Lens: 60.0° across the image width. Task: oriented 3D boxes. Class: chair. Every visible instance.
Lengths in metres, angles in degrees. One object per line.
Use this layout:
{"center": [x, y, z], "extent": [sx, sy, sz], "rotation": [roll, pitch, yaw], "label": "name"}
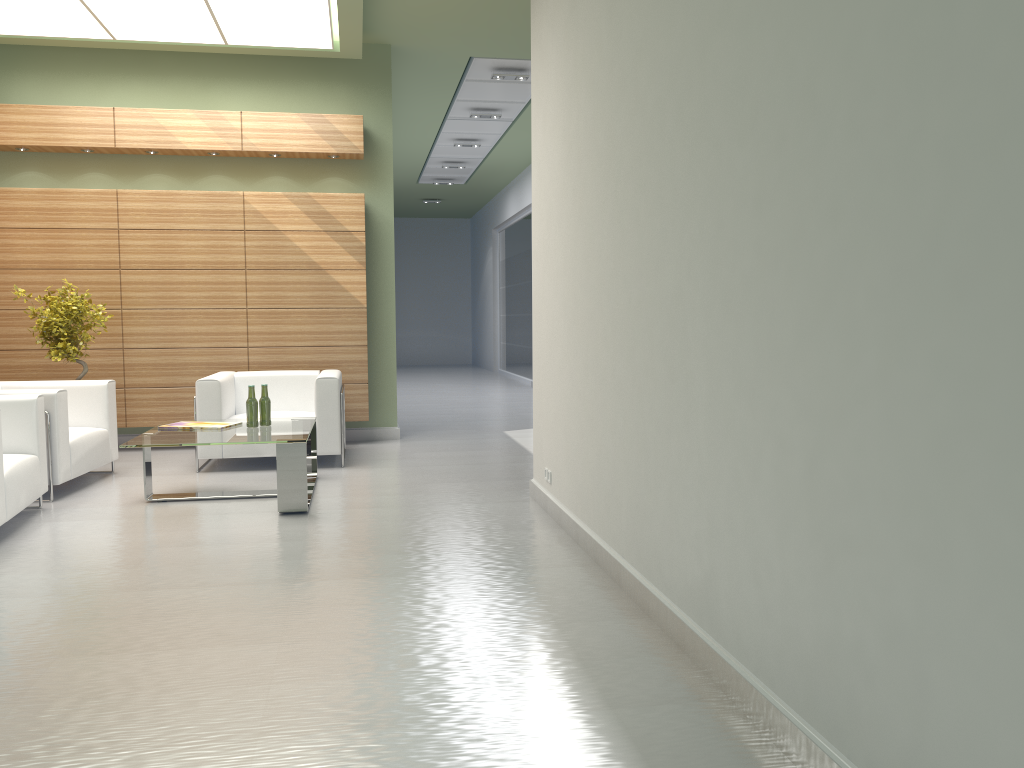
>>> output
{"center": [-3.316, 0.469, 12.425], "extent": [1.894, 1.234, 1.802], "rotation": [-1, 4, -10], "label": "chair"}
{"center": [-5.500, 0.790, 8.235], "extent": [1.802, 1.234, 1.894], "rotation": [-2, 4, -15], "label": "chair"}
{"center": [-5.882, 0.626, 10.522], "extent": [1.769, 1.234, 1.894], "rotation": [-1, 4, -5], "label": "chair"}

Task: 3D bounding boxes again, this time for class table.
{"center": [-3.129, 0.874, 9.874], "extent": [1.783, 0.742, 2.197], "rotation": [-1, 4, -10], "label": "table"}

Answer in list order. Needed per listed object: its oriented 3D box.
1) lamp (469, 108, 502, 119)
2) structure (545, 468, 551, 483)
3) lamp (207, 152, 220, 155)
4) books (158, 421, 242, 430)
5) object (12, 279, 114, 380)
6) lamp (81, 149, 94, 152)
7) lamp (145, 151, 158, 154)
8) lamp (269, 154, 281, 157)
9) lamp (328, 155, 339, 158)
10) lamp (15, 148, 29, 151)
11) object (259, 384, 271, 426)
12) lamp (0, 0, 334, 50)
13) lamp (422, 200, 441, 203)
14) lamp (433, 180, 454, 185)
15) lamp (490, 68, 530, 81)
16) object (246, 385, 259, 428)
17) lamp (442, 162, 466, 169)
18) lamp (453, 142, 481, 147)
{"center": [-0.560, -5.729, 18.786], "extent": [0.657, 0.159, 0.286], "rotation": [-1, 4, -10], "label": "lamp"}
{"center": [0.366, 0.929, 9.026], "extent": [0.017, 0.118, 0.262], "rotation": [-1, 4, -10], "label": "structure"}
{"center": [-4.540, -3.531, 13.494], "extent": [0.181, 0.074, 0.181], "rotation": [-2, 4, -15], "label": "lamp"}
{"center": [-3.554, 0.472, 10.129], "extent": [0.762, 0.025, 0.508], "rotation": [0, 4, 10], "label": "books"}
{"center": [-6.125, -0.162, 12.086], "extent": [1.201, 2.565, 1.116], "rotation": [-4, 6, -42], "label": "object"}
{"center": [-6.314, -3.495, 13.187], "extent": [0.181, 0.074, 0.181], "rotation": [-2, 4, -15], "label": "lamp"}
{"center": [-5.417, -3.513, 13.342], "extent": [0.181, 0.074, 0.181], "rotation": [3, 6, 41], "label": "lamp"}
{"center": [-3.650, -3.548, 13.648], "extent": [0.181, 0.074, 0.181], "rotation": [3, 6, 41], "label": "lamp"}
{"center": [-2.778, -3.566, 13.799], "extent": [0.181, 0.074, 0.181], "rotation": [-2, 4, -15], "label": "lamp"}
{"center": [-7.199, -3.478, 13.034], "extent": [0.181, 0.074, 0.181], "rotation": [-2, 4, -15], "label": "lamp"}
{"center": [-2.824, 0.241, 10.137], "extent": [0.131, 0.475, 0.131], "rotation": [4, 6, 45], "label": "object"}
{"center": [-4.454, -4.884, 10.229], "extent": [4.571, 0.325, 5.060], "rotation": [-1, 4, -10], "label": "lamp"}
{"center": [-2.929, -6.703, 32.380], "extent": [0.657, 0.159, 0.286], "rotation": [-1, 4, -10], "label": "lamp"}
{"center": [-2.165, -6.389, 27.994], "extent": [0.657, 0.159, 0.286], "rotation": [-1, 4, -10], "label": "lamp"}
{"center": [-0.038, -5.514, 15.787], "extent": [0.657, 0.159, 0.286], "rotation": [-1, 4, -10], "label": "lamp"}
{"center": [-2.930, 0.252, 9.996], "extent": [0.131, 0.475, 0.131], "rotation": [4, 6, 45], "label": "object"}
{"center": [-1.643, -6.174, 24.999], "extent": [0.657, 0.159, 0.286], "rotation": [-1, 4, -10], "label": "lamp"}
{"center": [-1.106, -5.954, 21.919], "extent": [0.657, 0.159, 0.286], "rotation": [-1, 4, -10], "label": "lamp"}
